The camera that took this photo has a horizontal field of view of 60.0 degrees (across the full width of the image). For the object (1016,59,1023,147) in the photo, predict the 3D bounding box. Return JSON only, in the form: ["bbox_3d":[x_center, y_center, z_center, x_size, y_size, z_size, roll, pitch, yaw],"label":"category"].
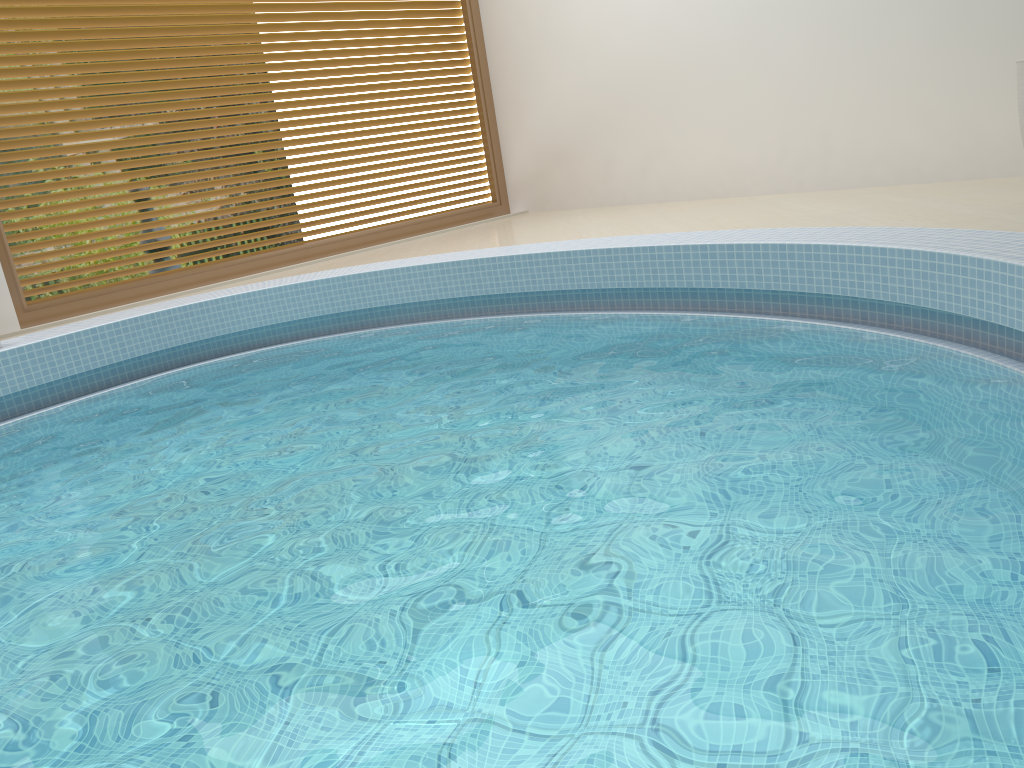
[{"bbox_3d":[2.554,-2.261,3.557,2.979,2.960,2.729,-6,16,12],"label":"object"}]

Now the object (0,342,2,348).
[{"bbox_3d":[-2.471,-0.211,4.157,0.115,0.107,0.115,-7,15,6],"label":"object"}]

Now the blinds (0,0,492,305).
[{"bbox_3d":[-1.933,-2.373,6.566,4.414,2.921,0.095,-23,20,-41],"label":"blinds"}]
